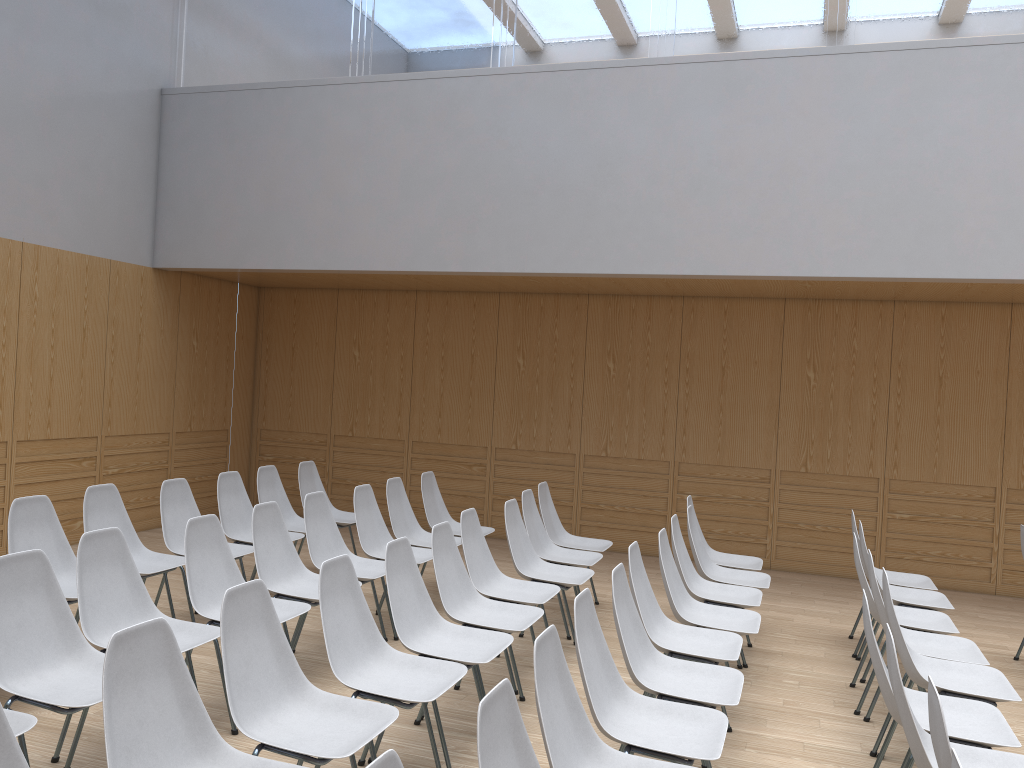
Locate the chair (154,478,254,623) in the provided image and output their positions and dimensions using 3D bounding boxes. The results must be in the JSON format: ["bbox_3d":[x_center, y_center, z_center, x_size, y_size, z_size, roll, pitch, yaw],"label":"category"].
[{"bbox_3d":[-1.859,1.033,5.366,0.505,0.876,0.479,3,0,18],"label":"chair"}]

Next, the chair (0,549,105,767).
[{"bbox_3d":[-1.555,1.054,3.104,0.505,0.876,0.479,3,0,18],"label":"chair"}]

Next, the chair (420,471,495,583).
[{"bbox_3d":[-0.421,1.109,6.569,0.505,0.876,0.479,3,0,18],"label":"chair"}]

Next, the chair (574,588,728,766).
[{"bbox_3d":[0.452,1.163,2.963,0.505,0.876,0.479,3,0,18],"label":"chair"}]

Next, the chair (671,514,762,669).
[{"bbox_3d":[1.133,1.197,4.962,0.505,0.876,0.479,3,0,18],"label":"chair"}]

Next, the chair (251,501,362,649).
[{"bbox_3d":[-1.089,1.076,4.605,0.505,0.876,0.479,3,0,18],"label":"chair"}]

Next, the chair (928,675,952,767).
[{"bbox_3d":[1.282,1.210,2.171,0.505,0.876,0.479,3,0,18],"label":"chair"}]

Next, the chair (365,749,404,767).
[{"bbox_3d":[-0.045,1.139,1.525,0.505,0.876,0.479,3,0,18],"label":"chair"}]

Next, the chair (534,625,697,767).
[{"bbox_3d":[0.307,1.156,2.461,0.505,0.876,0.479,3,0,18],"label":"chair"}]

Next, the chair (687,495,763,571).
[{"bbox_3d":[1.414,1.210,5.941,0.505,0.876,0.479,3,0,18],"label":"chair"}]

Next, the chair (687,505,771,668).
[{"bbox_3d":[1.312,1.206,5.414,0.505,0.876,0.479,3,0,18],"label":"chair"}]

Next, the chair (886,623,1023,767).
[{"bbox_3d":[1.393,1.215,2.696,0.505,0.876,0.479,3,0,18],"label":"chair"}]

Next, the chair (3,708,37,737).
[{"bbox_3d":[-1.736,1.045,2.585,0.505,0.876,0.479,3,0,18],"label":"chair"}]

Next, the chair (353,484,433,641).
[{"bbox_3d":[-0.739,1.093,5.574,0.505,0.876,0.479,3,0,18],"label":"chair"}]

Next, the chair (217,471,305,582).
[{"bbox_3d":[-1.694,1.040,5.896,0.505,0.876,0.479,3,0,18],"label":"chair"}]

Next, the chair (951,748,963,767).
[{"bbox_3d":[1.101,1.201,1.683,0.505,0.876,0.479,3,0,18],"label":"chair"}]

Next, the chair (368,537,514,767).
[{"bbox_3d":[-0.285,1.122,3.765,0.505,0.876,0.479,3,0,18],"label":"chair"}]

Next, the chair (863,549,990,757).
[{"bbox_3d":[1.905,1.240,4.115,0.505,0.876,0.479,3,0,18],"label":"chair"}]

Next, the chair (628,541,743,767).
[{"bbox_3d":[0.766,1.179,3.981,0.505,0.876,0.479,3,0,18],"label":"chair"}]

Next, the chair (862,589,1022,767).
[{"bbox_3d":[1.516,1.221,3.198,0.505,0.876,0.479,3,0,18],"label":"chair"}]

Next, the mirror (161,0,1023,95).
[{"bbox_3d":[5.290,-3.256,5.543,17.826,2.090,0.253,3,0,18],"label":"mirror"}]

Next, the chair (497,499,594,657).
[{"bbox_3d":[0.204,1.145,5.245,0.505,0.876,0.479,3,0,18],"label":"chair"}]

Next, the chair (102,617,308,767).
[{"bbox_3d":[-0.793,1.097,2.314,0.505,0.876,0.479,3,0,18],"label":"chair"}]

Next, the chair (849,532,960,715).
[{"bbox_3d":[2.032,1.246,4.629,0.505,0.876,0.479,3,0,18],"label":"chair"}]

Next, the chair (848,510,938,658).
[{"bbox_3d":[2.403,1.265,5.625,0.505,0.876,0.479,3,0,18],"label":"chair"}]

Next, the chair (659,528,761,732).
[{"bbox_3d":[0.973,1.189,4.422,0.505,0.876,0.479,3,0,18],"label":"chair"}]

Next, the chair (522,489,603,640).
[{"bbox_3d":[0.311,1.150,5.788,0.505,0.876,0.479,3,0,18],"label":"chair"}]

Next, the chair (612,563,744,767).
[{"bbox_3d":[0.631,1.172,3.444,0.505,0.876,0.479,3,0,18],"label":"chair"}]

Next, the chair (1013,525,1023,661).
[{"bbox_3d":[3.337,1.316,5.331,0.505,0.876,0.479,3,0,18],"label":"chair"}]

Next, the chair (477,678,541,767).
[{"bbox_3d":[0.172,1.150,1.963,0.505,0.876,0.479,3,0,18],"label":"chair"}]

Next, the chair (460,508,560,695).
[{"bbox_3d":[-0.027,1.134,4.764,0.505,0.876,0.479,3,0,18],"label":"chair"}]

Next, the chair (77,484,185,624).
[{"bbox_3d":[-2.114,1.019,4.944,0.505,0.876,0.479,3,0,18],"label":"chair"}]

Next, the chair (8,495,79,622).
[{"bbox_3d":[-2.211,1.015,4.389,0.505,0.876,0.479,3,0,18],"label":"chair"}]

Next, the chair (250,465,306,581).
[{"bbox_3d":[-1.573,1.046,6.384,0.505,0.876,0.479,3,0,18],"label":"chair"}]

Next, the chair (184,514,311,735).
[{"bbox_3d":[-1.241,1.069,4.085,0.505,0.876,0.479,3,0,18],"label":"chair"}]

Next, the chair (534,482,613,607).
[{"bbox_3d":[0.433,1.156,6.287,0.505,0.876,0.479,3,0,18],"label":"chair"}]

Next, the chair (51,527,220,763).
[{"bbox_3d":[-1.500,1.056,3.619,0.505,0.876,0.479,3,0,18],"label":"chair"}]

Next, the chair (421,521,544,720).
[{"bbox_3d":[-0.135,1.129,4.250,0.505,0.876,0.479,3,0,18],"label":"chair"}]

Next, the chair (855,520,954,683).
[{"bbox_3d":[2.263,1.258,5.143,0.505,0.876,0.479,3,0,18],"label":"chair"}]

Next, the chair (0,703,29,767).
[{"bbox_3d":[-0.988,1.087,1.787,0.505,0.876,0.479,3,0,18],"label":"chair"}]

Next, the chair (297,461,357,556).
[{"bbox_3d":[-1.394,1.055,6.865,0.505,0.876,0.479,3,0,18],"label":"chair"}]

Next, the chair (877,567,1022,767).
[{"bbox_3d":[1.785,1.235,3.663,0.505,0.876,0.479,3,0,18],"label":"chair"}]

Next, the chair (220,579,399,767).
[{"bbox_3d":[-0.665,1.103,2.831,0.505,0.876,0.479,3,0,18],"label":"chair"}]

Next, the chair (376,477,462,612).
[{"bbox_3d":[-0.605,1.100,6.069,0.505,0.876,0.479,3,0,18],"label":"chair"}]

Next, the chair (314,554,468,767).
[{"bbox_3d":[-0.463,1.113,3.314,0.505,0.876,0.479,3,0,18],"label":"chair"}]

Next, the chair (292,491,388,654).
[{"bbox_3d":[-0.941,1.083,5.113,0.505,0.876,0.479,3,0,18],"label":"chair"}]
